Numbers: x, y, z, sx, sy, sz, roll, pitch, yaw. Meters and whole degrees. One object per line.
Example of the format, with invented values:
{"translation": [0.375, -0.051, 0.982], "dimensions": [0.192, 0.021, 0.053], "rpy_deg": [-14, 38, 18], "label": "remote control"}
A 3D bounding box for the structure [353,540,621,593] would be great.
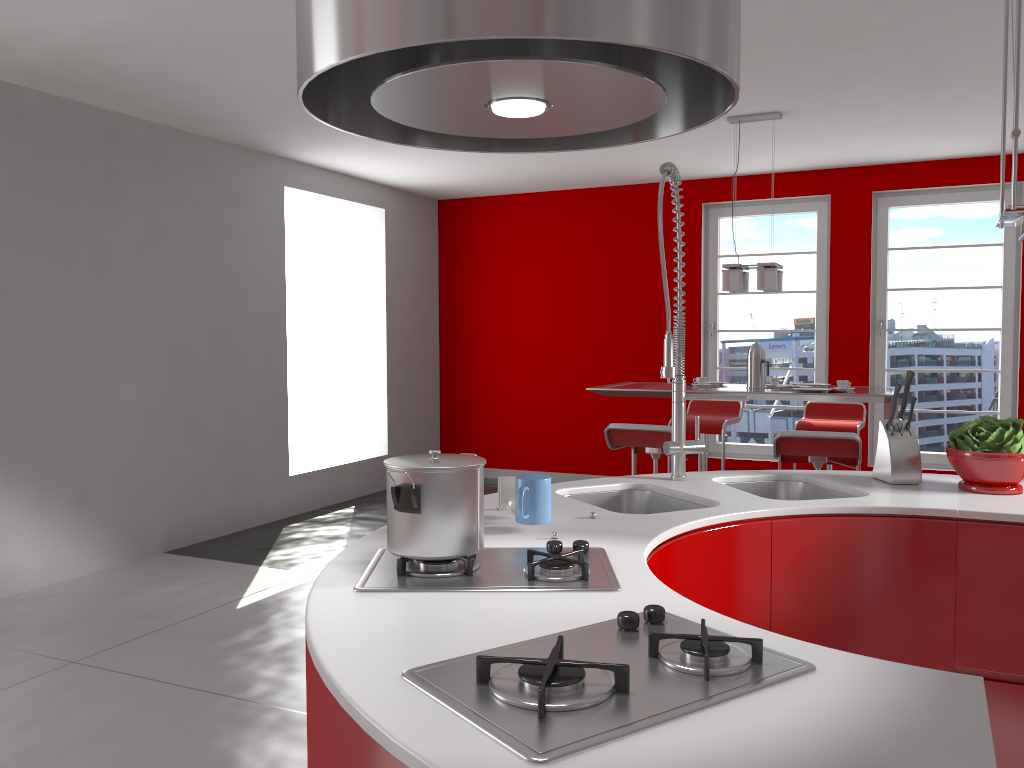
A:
{"translation": [-0.042, 0.325, 1.641], "dimensions": [0.457, 0.037, 0.303], "rpy_deg": [0, 3, 0], "label": "structure"}

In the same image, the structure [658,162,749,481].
{"translation": [0.514, -0.169, 2.573], "dimensions": [0.308, 0.920, 0.178], "rpy_deg": [-1, 3, -21], "label": "structure"}

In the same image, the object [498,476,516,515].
{"translation": [0.020, 0.258, 2.081], "dimensions": [0.100, 0.080, 0.109], "rpy_deg": [0, 3, -5], "label": "object"}

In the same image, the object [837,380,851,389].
{"translation": [1.876, 0.005, 5.011], "dimensions": [0.078, 0.049, 0.062], "rpy_deg": [1, 3, 25], "label": "object"}

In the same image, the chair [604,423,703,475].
{"translation": [0.764, 0.626, 4.775], "dimensions": [0.418, 0.857, 0.460], "rpy_deg": [2, 4, 30], "label": "chair"}

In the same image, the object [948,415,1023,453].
{"translation": [1.314, 0.182, 2.454], "dimensions": [0.198, 0.182, 0.193], "rpy_deg": [2, 4, 31], "label": "object"}

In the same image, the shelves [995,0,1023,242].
{"translation": [1.737, -0.903, 2.168], "dimensions": [0.934, 1.023, 0.462], "rpy_deg": [1, 3, 25], "label": "shelves"}

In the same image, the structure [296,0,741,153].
{"translation": [0.008, -0.885, 1.306], "dimensions": [0.644, 0.958, 0.644], "rpy_deg": [-1, 3, -8], "label": "structure"}

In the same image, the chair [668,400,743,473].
{"translation": [1.369, 0.544, 6.261], "dimensions": [0.418, 0.857, 0.460], "rpy_deg": [2, 4, 33], "label": "chair"}

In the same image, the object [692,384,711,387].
{"translation": [1.169, 0.008, 5.470], "dimensions": [0.119, 0.016, 0.119], "rpy_deg": [0, 3, 5], "label": "object"}

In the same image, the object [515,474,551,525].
{"translation": [0.047, 0.257, 1.954], "dimensions": [0.080, 0.100, 0.109], "rpy_deg": [0, 3, -2], "label": "object"}

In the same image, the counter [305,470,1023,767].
{"translation": [0.911, 0.760, 2.022], "dimensions": [2.865, 0.880, 1.868], "rpy_deg": [-2, 4, -31], "label": "counter"}

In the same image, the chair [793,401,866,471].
{"translation": [2.126, 0.559, 5.927], "dimensions": [0.418, 0.857, 0.460], "rpy_deg": [1, 3, 28], "label": "chair"}

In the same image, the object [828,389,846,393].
{"translation": [1.783, 0.040, 4.843], "dimensions": [0.095, 0.012, 0.234], "rpy_deg": [1, 3, 25], "label": "object"}

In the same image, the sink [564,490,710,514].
{"translation": [0.328, 0.409, 2.382], "dimensions": [0.326, 0.172, 0.428], "rpy_deg": [-2, 3, -26], "label": "sink"}

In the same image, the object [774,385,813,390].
{"translation": [1.641, 0.021, 5.169], "dimensions": [0.217, 0.015, 0.217], "rpy_deg": [-2, 3, -27], "label": "object"}

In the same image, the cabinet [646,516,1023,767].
{"translation": [1.137, 0.735, 1.868], "dimensions": [1.875, 0.761, 1.025], "rpy_deg": [-1, 3, -19], "label": "cabinet"}

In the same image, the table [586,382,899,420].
{"translation": [1.388, 0.520, 5.358], "dimensions": [1.700, 1.000, 0.800], "rpy_deg": [1, 3, 25], "label": "table"}

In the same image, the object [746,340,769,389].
{"translation": [1.465, -0.119, 5.258], "dimensions": [0.149, 0.287, 0.113], "rpy_deg": [2, 4, 33], "label": "object"}

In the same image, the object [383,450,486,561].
{"translation": [-0.141, 0.214, 1.639], "dimensions": [0.189, 0.185, 0.218], "rpy_deg": [-1, 3, -13], "label": "object"}

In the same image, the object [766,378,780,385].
{"translation": [1.590, -0.013, 5.390], "dimensions": [0.062, 0.049, 0.078], "rpy_deg": [-2, 3, -25], "label": "object"}

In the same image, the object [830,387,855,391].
{"translation": [1.869, 0.029, 5.016], "dimensions": [0.119, 0.016, 0.119], "rpy_deg": [3, 4, 45], "label": "object"}

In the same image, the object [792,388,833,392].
{"translation": [1.661, 0.035, 4.908], "dimensions": [0.217, 0.015, 0.217], "rpy_deg": [-2, 3, -28], "label": "object"}

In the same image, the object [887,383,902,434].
{"translation": [1.105, 0.136, 2.591], "dimensions": [0.012, 0.279, 0.130], "rpy_deg": [0, 3, -4], "label": "object"}

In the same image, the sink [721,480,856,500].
{"translation": [0.786, 0.398, 2.546], "dimensions": [0.326, 0.172, 0.428], "rpy_deg": [-1, 3, -14], "label": "sink"}

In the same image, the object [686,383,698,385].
{"translation": [1.144, -0.004, 5.721], "dimensions": [0.095, 0.012, 0.234], "rpy_deg": [1, 3, 24], "label": "object"}

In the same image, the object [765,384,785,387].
{"translation": [1.593, 0.011, 5.384], "dimensions": [0.119, 0.016, 0.119], "rpy_deg": [1, 3, 23], "label": "object"}

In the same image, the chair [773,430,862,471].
{"translation": [1.518, 0.642, 4.413], "dimensions": [0.418, 0.857, 0.460], "rpy_deg": [1, 3, 21], "label": "chair"}

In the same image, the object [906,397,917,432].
{"translation": [1.159, 0.134, 2.592], "dimensions": [0.009, 0.197, 0.091], "rpy_deg": [0, 3, -4], "label": "object"}

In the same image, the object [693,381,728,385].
{"translation": [1.268, -0.003, 5.659], "dimensions": [0.217, 0.015, 0.217], "rpy_deg": [-3, 4, -41], "label": "object"}

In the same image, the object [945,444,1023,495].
{"translation": [1.324, 0.236, 2.453], "dimensions": [0.229, 0.118, 0.228], "rpy_deg": [0, 3, -4], "label": "object"}

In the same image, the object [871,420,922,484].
{"translation": [1.133, 0.195, 2.613], "dimensions": [0.091, 0.178, 0.137], "rpy_deg": [0, 3, -2], "label": "object"}

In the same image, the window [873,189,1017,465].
{"translation": [3.245, -0.409, 6.685], "dimensions": [0.938, 2.038, 0.117], "rpy_deg": [1, 3, 25], "label": "window"}

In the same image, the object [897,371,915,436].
{"translation": [1.133, 0.121, 2.582], "dimensions": [0.014, 0.322, 0.150], "rpy_deg": [0, 3, -4], "label": "object"}

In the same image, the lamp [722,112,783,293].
{"translation": [1.430, -1.064, 5.249], "dimensions": [0.304, 1.025, 0.304], "rpy_deg": [1, 3, 25], "label": "lamp"}

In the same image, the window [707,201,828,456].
{"translation": [2.069, -0.434, 7.239], "dimensions": [0.938, 2.038, 0.117], "rpy_deg": [1, 3, 25], "label": "window"}

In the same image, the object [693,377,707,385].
{"translation": [1.164, -0.016, 5.474], "dimensions": [0.062, 0.049, 0.078], "rpy_deg": [-3, 4, -42], "label": "object"}

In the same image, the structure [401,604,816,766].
{"translation": [0.126, 0.351, 1.134], "dimensions": [0.457, 0.037, 0.303], "rpy_deg": [-2, 4, -35], "label": "structure"}

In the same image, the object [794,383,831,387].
{"translation": [1.828, 0.008, 5.402], "dimensions": [0.217, 0.015, 0.217], "rpy_deg": [0, 3, 1], "label": "object"}
